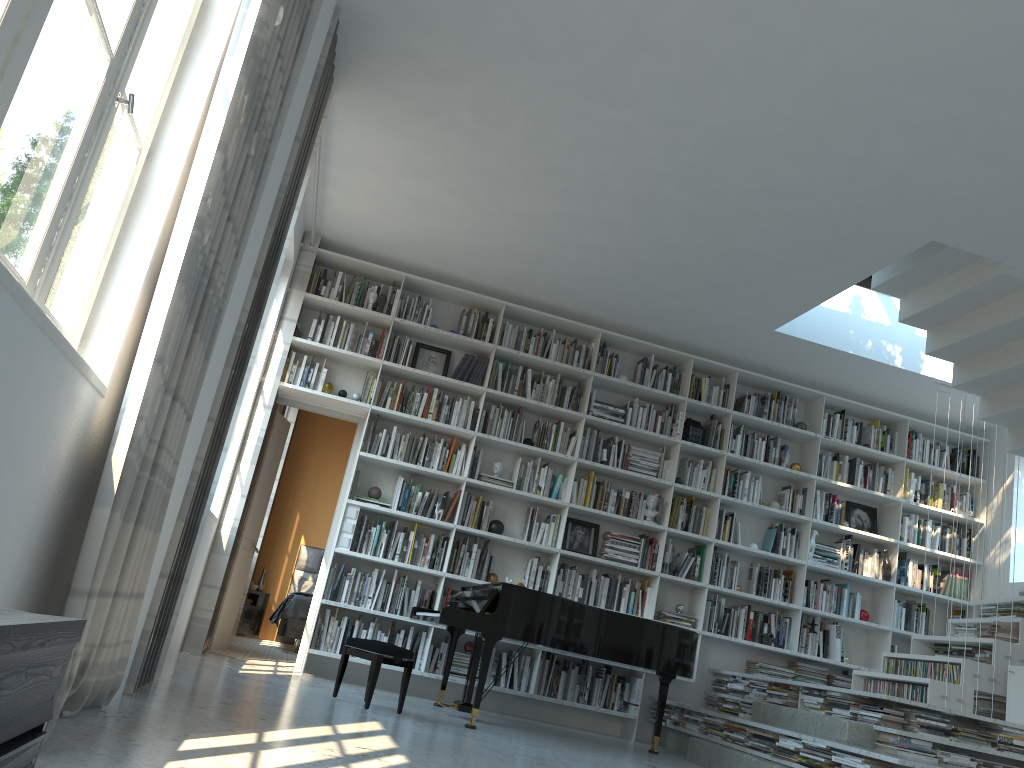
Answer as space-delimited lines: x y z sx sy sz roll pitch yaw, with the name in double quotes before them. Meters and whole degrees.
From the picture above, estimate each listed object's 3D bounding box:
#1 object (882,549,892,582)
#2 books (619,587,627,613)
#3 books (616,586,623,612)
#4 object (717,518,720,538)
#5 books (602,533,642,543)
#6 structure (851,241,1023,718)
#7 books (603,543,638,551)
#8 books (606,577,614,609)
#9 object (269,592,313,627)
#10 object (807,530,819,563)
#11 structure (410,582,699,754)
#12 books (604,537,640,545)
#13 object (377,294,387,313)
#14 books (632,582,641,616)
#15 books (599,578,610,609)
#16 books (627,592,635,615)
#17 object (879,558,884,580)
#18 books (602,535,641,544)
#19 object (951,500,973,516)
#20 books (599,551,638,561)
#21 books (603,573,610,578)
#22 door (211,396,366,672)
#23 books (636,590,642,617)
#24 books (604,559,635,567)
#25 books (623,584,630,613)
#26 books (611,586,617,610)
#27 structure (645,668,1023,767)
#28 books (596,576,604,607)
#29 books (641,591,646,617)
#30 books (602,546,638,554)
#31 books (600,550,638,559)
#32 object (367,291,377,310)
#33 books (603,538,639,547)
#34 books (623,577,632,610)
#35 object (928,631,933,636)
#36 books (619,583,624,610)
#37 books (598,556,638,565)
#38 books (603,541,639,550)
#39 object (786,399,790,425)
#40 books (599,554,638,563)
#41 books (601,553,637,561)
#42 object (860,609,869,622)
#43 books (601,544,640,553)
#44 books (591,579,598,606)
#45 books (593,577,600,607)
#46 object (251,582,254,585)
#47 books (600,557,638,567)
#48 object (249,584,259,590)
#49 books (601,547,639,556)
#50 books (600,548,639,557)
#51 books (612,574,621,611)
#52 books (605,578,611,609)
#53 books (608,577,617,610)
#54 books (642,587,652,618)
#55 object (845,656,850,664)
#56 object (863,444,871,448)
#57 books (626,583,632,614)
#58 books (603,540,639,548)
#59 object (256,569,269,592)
"object" 3.200 1.554 7.576 0.087 0.287 0.075 5 -17 23
"books" 0.861 1.731 7.092 0.023 0.204 0.167 15 -16 -10
"books" 0.825 1.721 7.086 0.024 0.206 0.183 15 -16 -10
"object" 1.694 1.230 7.431 0.013 0.207 0.140 15 -16 -10
"books" 0.894 1.259 7.218 0.285 0.012 0.160 17 -17 -15
"structure" 3.271 0.848 6.005 2.615 3.371 1.959 15 -16 -10
"books" 0.878 1.329 7.203 0.254 0.012 0.161 14 -17 -7
"books" 0.755 1.677 7.085 0.010 0.260 0.181 15 -16 -10
"object" -1.869 2.517 9.738 1.482 0.539 1.454 15 -17 -11
"object" 2.509 1.362 7.429 0.087 0.287 0.075 5 -17 23
"structure" 0.323 1.847 5.757 1.919 0.830 1.338 15 -17 -10
"books" 0.888 1.283 7.215 0.254 0.012 0.161 16 -17 -14
"object" -1.038 -0.623 7.037 0.067 0.197 0.068 2 -19 31
"books" 0.970 1.729 7.127 0.026 0.271 0.175 15 -16 -10
"books" 0.714 1.671 7.068 0.026 0.244 0.191 15 -16 -10
"books" 0.931 1.759 7.097 0.023 0.182 0.169 15 -16 -10
"object" 3.162 1.620 7.697 0.022 0.211 0.179 15 -16 -10
"books" 0.890 1.272 7.222 0.285 0.012 0.160 14 -17 -8
"object" 4.000 1.116 7.894 0.203 0.136 0.095 11 -16 5
"books" 0.862 1.398 7.190 0.285 0.012 0.160 15 -17 -10
"books" 0.731 1.663 7.100 0.014 0.285 0.135 15 -16 -10
"door" -1.861 1.190 7.138 0.834 1.974 0.788 15 -16 -10
"books" 1.000 1.764 7.115 0.042 0.211 0.169 15 -16 -10
"books" 0.851 1.453 7.169 0.254 0.012 0.161 14 -17 -8
"books" 0.886 1.723 7.100 0.023 0.234 0.175 15 -16 -10
"books" 0.789 1.717 7.092 0.021 0.202 0.128 15 -16 -10
"structure" 2.711 2.491 5.879 2.901 0.657 3.121 15 -17 -10
"books" 0.684 1.667 7.091 0.025 0.254 0.136 15 -16 -10
"books" 1.025 1.769 7.121 0.011 0.216 0.166 15 -16 -10
"books" 0.875 1.351 7.193 0.254 0.012 0.161 17 -17 -15
"books" 0.865 1.386 7.191 0.285 0.012 0.160 15 -17 -9
"object" -1.115 -0.643 7.022 0.067 0.197 0.068 2 -19 31
"books" 0.885 1.295 7.213 0.254 0.012 0.161 16 -17 -13
"books" 0.907 1.703 7.122 0.014 0.293 0.138 15 -16 -10
"object" 3.593 2.166 7.657 0.071 0.072 0.072 0 -20 37
"books" 0.843 1.715 7.104 0.014 0.234 0.154 15 -16 -10
"books" 0.855 1.431 7.178 0.285 0.012 0.160 15 -17 -11
"books" 0.881 1.318 7.206 0.254 0.012 0.161 16 -17 -13
"object" 2.406 0.285 7.838 0.006 0.297 0.130 15 -16 -10
"books" 0.860 1.417 7.172 0.285 0.012 0.160 14 -17 -5
"books" 0.862 1.406 7.176 0.254 0.012 0.161 17 -17 -15
"object" 2.977 1.977 7.543 0.115 0.116 0.115 22 -19 -31
"books" 0.877 1.339 7.195 0.285 0.012 0.160 14 -17 -5
"books" 0.631 1.667 7.069 0.025 0.220 0.140 15 -16 -10
"books" 0.660 1.664 7.069 0.031 0.236 0.159 15 -16 -10
"object" -3.112 2.371 10.480 0.106 0.103 0.106 13 -16 -3
"books" 0.855 1.440 7.166 0.285 0.012 0.160 17 -17 -15
"object" -3.029 2.380 10.376 0.118 0.061 0.118 13 -16 -3
"books" 0.872 1.362 7.189 0.285 0.012 0.160 14 -17 -5
"books" 0.868 1.375 7.192 0.285 0.012 0.160 14 -17 -8
"books" 0.816 1.675 7.098 0.012 0.295 0.178 15 -16 -10
"books" 0.742 1.681 7.092 0.011 0.251 0.158 15 -16 -10
"books" 0.775 1.678 7.082 0.028 0.263 0.162 15 -16 -10
"books" 1.061 1.762 7.126 0.033 0.245 0.176 15 -16 -10
"object" 2.795 2.319 7.441 0.071 0.072 0.072 0 -20 37
"object" 3.138 0.565 7.850 0.071 0.072 0.072 0 -20 37
"books" 0.915 1.726 7.127 0.014 0.255 0.145 15 -16 -10
"books" 0.884 1.306 7.208 0.254 0.012 0.161 16 -17 -14
"object" -2.959 2.326 10.512 0.091 0.267 0.091 1 -19 34
